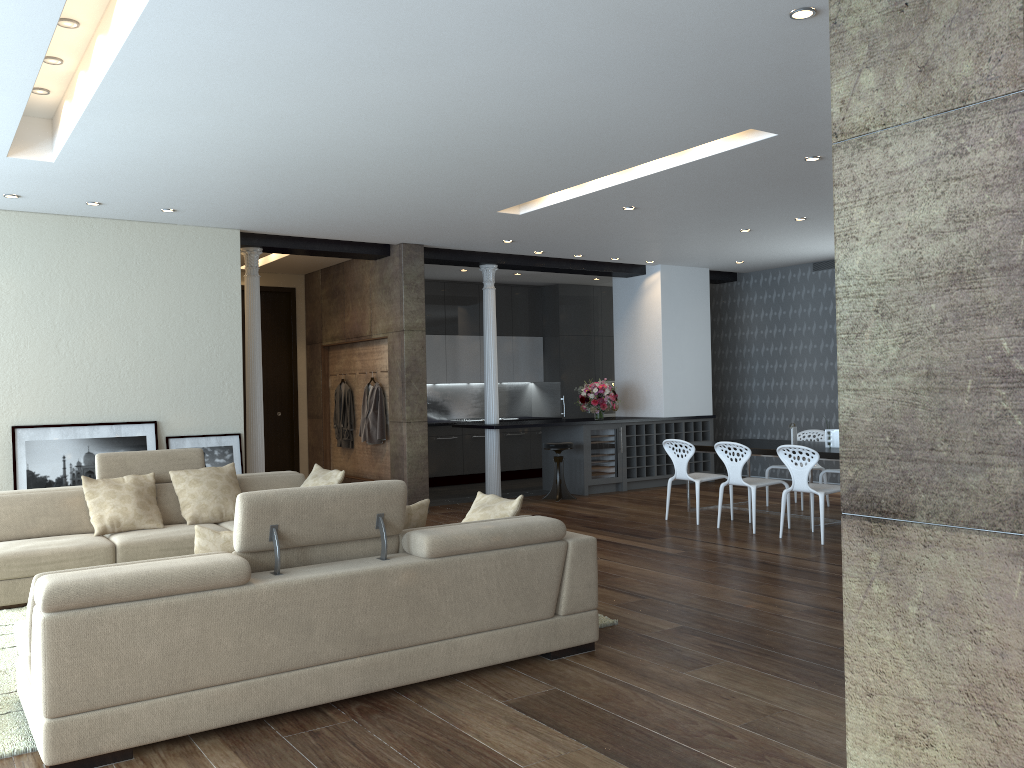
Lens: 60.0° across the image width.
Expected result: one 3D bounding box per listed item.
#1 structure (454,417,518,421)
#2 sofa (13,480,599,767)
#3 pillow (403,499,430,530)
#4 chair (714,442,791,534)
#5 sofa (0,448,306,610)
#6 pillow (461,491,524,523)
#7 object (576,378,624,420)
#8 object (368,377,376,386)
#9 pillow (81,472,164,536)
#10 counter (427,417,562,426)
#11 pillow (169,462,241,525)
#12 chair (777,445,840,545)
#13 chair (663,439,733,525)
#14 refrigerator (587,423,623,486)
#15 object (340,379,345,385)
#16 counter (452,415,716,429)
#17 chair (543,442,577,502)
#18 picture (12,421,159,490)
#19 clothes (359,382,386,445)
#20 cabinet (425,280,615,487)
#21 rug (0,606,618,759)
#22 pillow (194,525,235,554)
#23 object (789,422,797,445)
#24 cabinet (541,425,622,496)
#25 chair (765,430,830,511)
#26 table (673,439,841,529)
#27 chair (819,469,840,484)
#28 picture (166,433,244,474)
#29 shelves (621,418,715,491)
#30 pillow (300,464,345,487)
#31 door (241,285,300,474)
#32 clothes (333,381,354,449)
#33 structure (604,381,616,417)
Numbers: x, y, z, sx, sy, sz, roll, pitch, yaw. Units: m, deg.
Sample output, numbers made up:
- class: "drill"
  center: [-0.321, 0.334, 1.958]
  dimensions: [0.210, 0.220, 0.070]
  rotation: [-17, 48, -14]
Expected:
- class: "structure"
  center: [-0.412, 0.546, 13.390]
  dimensions: [0.900, 0.066, 0.520]
  rotation: [-1, 0, -34]
- class: "sofa"
  center: [-0.896, 0.933, 4.287]
  dimensions: [2.581, 0.950, 1.021]
  rotation: [-1, 0, -34]
- class: "pillow"
  center: [-0.681, 0.799, 4.419]
  dimensions: [0.534, 0.439, 0.301]
  rotation: [-1, 0, -31]
- class: "chair"
  center: [2.226, 0.944, 8.334]
  dimensions: [0.581, 0.835, 0.495]
  rotation: [-1, 0, -34]
- class: "sofa"
  center: [-2.546, 0.984, 6.729]
  dimensions: [2.581, 0.950, 1.021]
  rotation: [-1, 0, -34]
- class: "pillow"
  center: [-0.184, 0.814, 5.042]
  dimensions: [0.395, 0.393, 0.518]
  rotation: [-1, 0, -31]
- class: "object"
  center: [1.152, 0.196, 11.792]
  dimensions: [0.544, 0.552, 0.570]
  rotation: [-1, 0, -28]
- class: "object"
  center: [-1.657, -0.038, 10.525]
  dimensions: [0.010, 0.219, 0.430]
  rotation: [-1, 0, -34]
- class: "pillow"
  center: [-2.856, 0.870, 6.523]
  dimensions: [0.519, 0.416, 0.368]
  rotation: [-1, 0, -39]
- class: "counter"
  center: [-0.934, 0.665, 13.086]
  dimensions: [3.597, 0.223, 0.807]
  rotation: [-1, 0, -34]
- class: "pillow"
  center: [-2.346, 0.851, 6.883]
  dimensions: [0.534, 0.439, 0.301]
  rotation: [-1, 0, -38]
- class: "chair"
  center: [2.631, 0.932, 7.719]
  dimensions: [0.581, 0.835, 0.495]
  rotation: [-1, 0, -34]
- class: "chair"
  center: [1.837, 0.956, 8.918]
  dimensions: [0.581, 0.835, 0.495]
  rotation: [-1, 0, -34]
- class: "refrigerator"
  center: [1.185, 0.896, 11.397]
  dimensions: [0.578, 0.774, 0.075]
  rotation: [-1, 0, -30]
- class: "object"
  center: [-2.152, -0.022, 11.279]
  dimensions: [0.010, 0.219, 0.430]
  rotation: [-1, 0, -34]
- class: "counter"
  center: [1.052, 0.492, 11.838]
  dimensions: [3.700, 0.040, 1.000]
  rotation: [-1, 0, -34]
- class: "chair"
  center: [1.771, 1.147, 7.714]
  dimensions: [16.134, 0.952, 21.556]
  rotation: [-1, 0, -34]
- class: "picture"
  center: [-3.737, 0.921, 7.857]
  dimensions: [1.183, 1.140, 0.225]
  rotation: [-1, 0, -34]
- class: "clothes"
  center: [-1.666, 0.351, 10.523]
  dimensions: [0.173, 0.735, 0.700]
  rotation: [-1, 0, -36]
- class: "cabinet"
  center: [0.635, -0.064, 14.149]
  dimensions: [7.409, 2.980, 0.827]
  rotation: [-1, 0, -34]
- class: "rug"
  center: [-1.978, 1.427, 5.132]
  dimensions: [4.231, 0.020, 2.972]
  rotation: [-1, 0, -34]
- class: "pillow"
  center: [-1.205, 0.819, 4.080]
  dimensions: [0.519, 0.416, 0.368]
  rotation: [-1, 0, -30]
- class: "object"
  center: [2.822, 0.504, 8.941]
  dimensions: [0.076, 0.233, 0.161]
  rotation: [-2, 0, 37]
- class: "cabinet"
  center: [0.921, 0.963, 11.739]
  dimensions: [0.642, 0.897, 0.900]
  rotation: [-1, 0, -34]
- class: "chair"
  center: [3.182, 0.933, 9.794]
  dimensions: [0.581, 0.835, 0.495]
  rotation: [-1, 0, -34]
- class: "table"
  center: [3.196, 0.976, 8.517]
  dimensions: [1.200, 0.733, 3.400]
  rotation: [-1, 0, -34]
- class: "chair"
  center: [3.575, 0.920, 9.212]
  dimensions: [0.581, 0.835, 0.495]
  rotation: [-1, 0, -34]
- class: "picture"
  center: [-2.897, 0.981, 8.439]
  dimensions: [0.700, 0.988, 0.195]
  rotation: [-1, 0, -34]
- class: "shelves"
  center: [1.891, 0.946, 12.395]
  dimensions: [1.700, 0.897, 0.900]
  rotation: [-1, 0, -34]
- class: "pillow"
  center: [-1.582, 0.858, 7.112]
  dimensions: [0.395, 0.393, 0.518]
  rotation: [-1, 0, -38]
- class: "door"
  center: [-3.411, 0.103, 11.894]
  dimensions: [1.037, 2.814, 0.246]
  rotation: [-1, 0, -34]
- class: "clothes"
  center: [-2.160, 0.392, 11.273]
  dimensions: [0.141, 0.855, 0.569]
  rotation: [-1, 0, -34]
- class: "structure"
  center: [1.571, 0.249, 14.642]
  dimensions: [0.595, 0.596, 0.591]
  rotation: [-1, 0, -34]
